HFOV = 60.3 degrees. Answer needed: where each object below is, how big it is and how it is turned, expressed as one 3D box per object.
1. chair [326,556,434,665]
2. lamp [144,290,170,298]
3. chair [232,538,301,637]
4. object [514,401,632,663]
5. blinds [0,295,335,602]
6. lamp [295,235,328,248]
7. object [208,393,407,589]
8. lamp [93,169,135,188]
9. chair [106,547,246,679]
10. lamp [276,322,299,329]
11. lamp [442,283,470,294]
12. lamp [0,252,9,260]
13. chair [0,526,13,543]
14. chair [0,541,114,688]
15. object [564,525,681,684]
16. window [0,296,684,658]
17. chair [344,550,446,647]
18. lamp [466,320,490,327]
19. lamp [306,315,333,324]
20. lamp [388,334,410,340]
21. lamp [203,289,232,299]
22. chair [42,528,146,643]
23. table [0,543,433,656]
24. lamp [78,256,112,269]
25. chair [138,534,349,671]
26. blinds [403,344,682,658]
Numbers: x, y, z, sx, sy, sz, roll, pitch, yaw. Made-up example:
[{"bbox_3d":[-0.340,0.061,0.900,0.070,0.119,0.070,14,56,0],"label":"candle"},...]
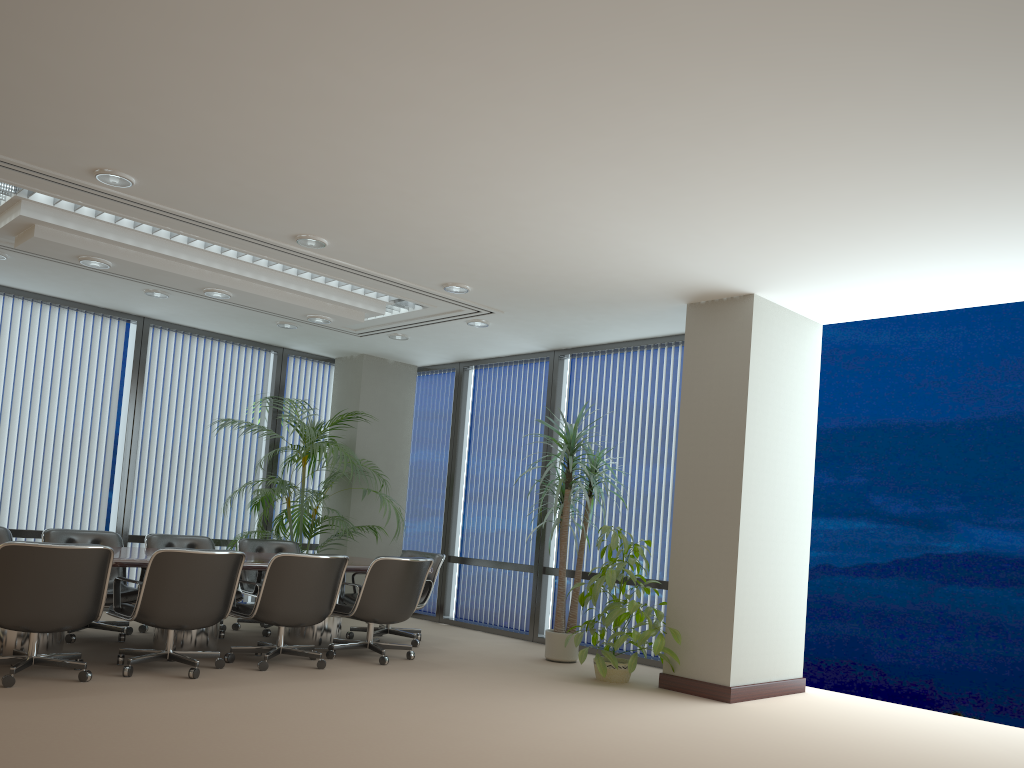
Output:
[{"bbox_3d":[-1.131,1.824,7.254,0.852,0.852,0.741,-1,-8,41],"label":"chair"},{"bbox_3d":[-3.243,-0.818,8.053,0.226,0.035,0.227,8,-10,-19],"label":"lamp"},{"bbox_3d":[-2.222,1.930,8.414,0.764,0.852,0.854,9,-8,-38],"label":"chair"},{"bbox_3d":[0.525,1.336,7.919,1.015,2.296,1.041,3,-5,21],"label":"object"},{"bbox_3d":[-3.573,0.910,9.561,4.939,2.885,0.031,12,-7,-44],"label":"blinds"},{"bbox_3d":[-1.401,-0.987,6.152,0.226,0.035,0.227,8,-10,-19],"label":"lamp"},{"bbox_3d":[-2.256,1.301,9.593,2.176,2.460,2.099,7,-6,-23],"label":"object"},{"bbox_3d":[-2.356,-1.212,5.225,0.225,0.035,0.227,-2,-11,35],"label":"lamp"},{"bbox_3d":[-2.298,1.540,6.065,0.765,0.852,0.853,10,-8,-43],"label":"chair"},{"bbox_3d":[-2.288,-0.593,8.980,0.226,0.035,0.227,8,-10,-19],"label":"lamp"},{"bbox_3d":[-0.446,-0.762,7.079,0.226,0.035,0.227,8,-10,-19],"label":"lamp"},{"bbox_3d":[-4.198,-1.042,7.126,0.226,0.035,0.226,9,-10,-26],"label":"lamp"},{"bbox_3d":[-4.042,1.501,6.649,0.852,0.852,0.766,-1,-8,41],"label":"chair"},{"bbox_3d":[-2.959,1.395,5.486,0.759,0.852,0.858,9,-8,-40],"label":"chair"},{"bbox_3d":[0.897,1.794,7.029,0.978,1.303,0.865,3,-5,17],"label":"object"},{"bbox_3d":[-1.675,1.061,9.547,7.369,2.891,3.568,4,-7,1],"label":"window"},{"bbox_3d":[-1.101,2.003,8.334,0.860,0.852,0.759,10,-8,-43],"label":"chair"},{"bbox_3d":[-0.318,-0.562,8.244,0.225,0.035,0.227,-2,-11,35],"label":"lamp"},{"bbox_3d":[-1.691,-0.561,7.743,0.226,0.035,0.227,8,-10,-19],"label":"lamp"},{"bbox_3d":[-1.174,-0.483,9.127,0.226,0.035,0.226,10,-11,-33],"label":"lamp"},{"bbox_3d":[-2.366,-0.720,7.088,0.226,0.035,0.227,8,-10,-19],"label":"lamp"},{"bbox_3d":[-3.463,1.647,7.268,0.765,0.852,0.853,10,-8,-43],"label":"chair"},{"bbox_3d":[-2.553,1.722,6.969,4.106,0.743,1.509,13,-12,-43],"label":"table"},{"bbox_3d":[-3.041,-0.879,6.432,0.226,0.035,0.226,9,-10,-26],"label":"lamp"},{"bbox_3d":[-2.274,1.736,7.255,0.765,0.851,2.531,10,-10,-43],"label":"chair"},{"bbox_3d":[0.168,1.183,9.475,0.051,2.885,4.936,8,-8,-43],"label":"blinds"}]
